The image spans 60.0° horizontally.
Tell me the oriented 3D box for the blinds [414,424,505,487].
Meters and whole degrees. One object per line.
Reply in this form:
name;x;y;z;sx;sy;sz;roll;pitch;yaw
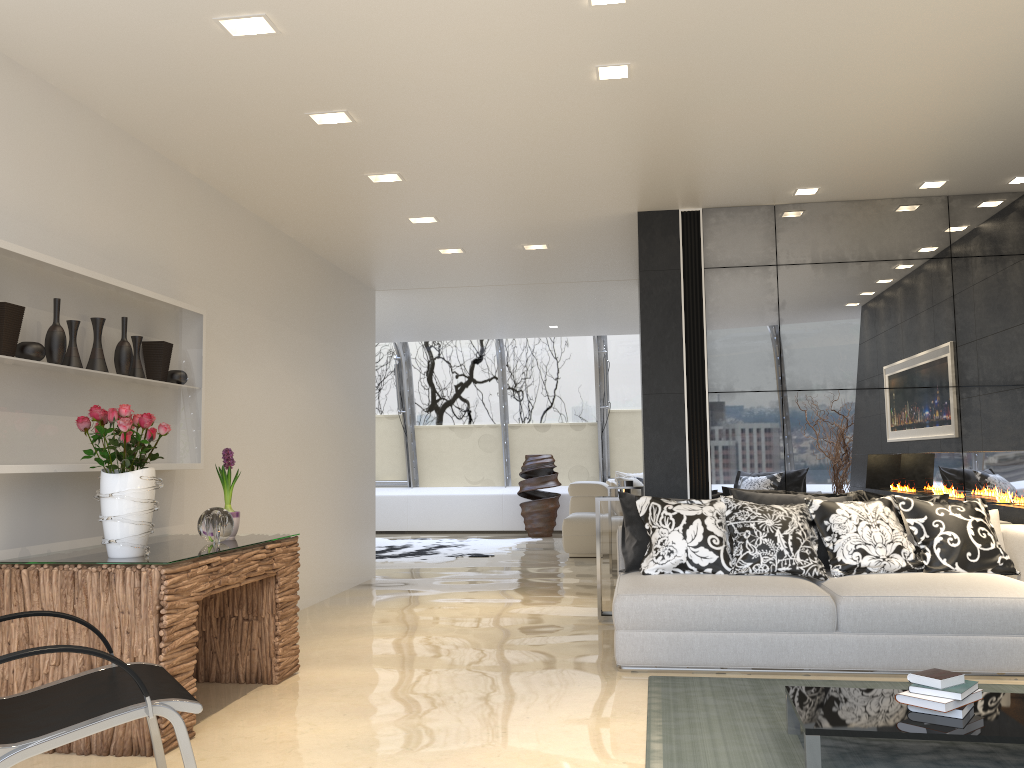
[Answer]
blinds;-0.853;1.185;14.451;1.430;1.027;0.329;-1;-5;8

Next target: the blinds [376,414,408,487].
blinds;-2.380;1.129;14.647;1.376;1.214;0.387;-1;-5;8

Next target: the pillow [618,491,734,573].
pillow;1.075;0.949;5.673;0.808;0.525;0.434;-1;-5;5

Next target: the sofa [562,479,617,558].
sofa;2.861;1.684;11.674;4.169;0.866;3.257;-1;-5;8

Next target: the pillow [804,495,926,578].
pillow;2.130;0.912;5.328;0.598;0.470;0.390;0;-5;-8

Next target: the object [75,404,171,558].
object;-1.672;0.414;3.808;0.350;0.654;0.327;-3;-6;28

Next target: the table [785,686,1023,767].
table;2.052;1.290;3.195;1.982;0.187;0.594;-2;-5;11

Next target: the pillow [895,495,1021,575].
pillow;2.672;0.910;5.333;0.610;0.479;0.383;0;-5;-5

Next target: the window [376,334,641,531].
window;-2.367;0.374;7.401;16.171;3.674;16.693;-2;-5;14

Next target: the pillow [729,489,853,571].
pillow;1.785;0.916;5.582;0.796;0.511;0.474;-2;-5;9

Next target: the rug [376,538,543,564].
rug;-1.096;2.163;11.627;2.705;0.008;3.220;-1;-5;8

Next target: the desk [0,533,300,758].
desk;-1.644;1.157;4.240;0.793;0.762;1.436;-2;-5;8

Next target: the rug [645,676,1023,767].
rug;1.978;1.396;3.327;2.923;0.012;2.194;-2;-5;9

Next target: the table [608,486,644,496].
table;1.141;1.456;8.815;0.350;0.872;0.202;-1;-5;8

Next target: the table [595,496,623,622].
table;0.786;1.247;6.350;0.350;0.872;0.202;-1;-5;8

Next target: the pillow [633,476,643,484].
pillow;1.969;1.523;12.430;0.599;0.483;0.405;1;-5;-23

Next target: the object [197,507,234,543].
object;-1.470;0.700;4.401;0.175;0.179;0.174;-5;-7;41

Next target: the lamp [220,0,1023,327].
lamp;-0.511;-1.155;7.027;9.928;0.004;9.775;-2;-5;9

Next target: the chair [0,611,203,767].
chair;-1.461;0.924;2.695;0.943;0.972;0.752;2;-6;-32

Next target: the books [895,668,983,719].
books;1.589;1.149;3.305;0.307;0.126;0.223;4;-7;-44

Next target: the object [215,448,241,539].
object;-1.502;0.575;4.685;0.129;0.476;0.129;2;-6;-31

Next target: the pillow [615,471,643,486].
pillow;2.606;1.465;12.350;3.322;0.530;1.656;1;-5;-22

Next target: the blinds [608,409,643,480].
blinds;2.178;1.010;14.000;1.376;1.214;0.387;-1;-5;8

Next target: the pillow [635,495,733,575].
pillow;1.065;0.928;5.412;0.607;0.483;0.368;-1;-5;7

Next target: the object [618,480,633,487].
object;1.135;0.994;8.855;0.151;0.059;0.153;4;-7;-42

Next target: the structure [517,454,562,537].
structure;0.416;1.696;13.421;0.674;1.258;0.672;1;-5;-15

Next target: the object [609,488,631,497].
object;0.779;0.784;6.390;0.153;0.059;0.151;2;-6;-32

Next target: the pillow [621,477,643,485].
pillow;1.686;1.464;11.837;0.394;0.471;0.604;-3;-5;24

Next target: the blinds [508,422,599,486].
blinds;0.670;1.146;14.235;1.430;1.027;0.329;-1;-5;8

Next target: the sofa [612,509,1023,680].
sofa;1.928;1.173;5.242;2.625;0.798;1.334;-1;-5;8

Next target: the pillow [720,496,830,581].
pillow;1.572;0.926;5.315;0.623;0.505;0.393;-1;-5;2
